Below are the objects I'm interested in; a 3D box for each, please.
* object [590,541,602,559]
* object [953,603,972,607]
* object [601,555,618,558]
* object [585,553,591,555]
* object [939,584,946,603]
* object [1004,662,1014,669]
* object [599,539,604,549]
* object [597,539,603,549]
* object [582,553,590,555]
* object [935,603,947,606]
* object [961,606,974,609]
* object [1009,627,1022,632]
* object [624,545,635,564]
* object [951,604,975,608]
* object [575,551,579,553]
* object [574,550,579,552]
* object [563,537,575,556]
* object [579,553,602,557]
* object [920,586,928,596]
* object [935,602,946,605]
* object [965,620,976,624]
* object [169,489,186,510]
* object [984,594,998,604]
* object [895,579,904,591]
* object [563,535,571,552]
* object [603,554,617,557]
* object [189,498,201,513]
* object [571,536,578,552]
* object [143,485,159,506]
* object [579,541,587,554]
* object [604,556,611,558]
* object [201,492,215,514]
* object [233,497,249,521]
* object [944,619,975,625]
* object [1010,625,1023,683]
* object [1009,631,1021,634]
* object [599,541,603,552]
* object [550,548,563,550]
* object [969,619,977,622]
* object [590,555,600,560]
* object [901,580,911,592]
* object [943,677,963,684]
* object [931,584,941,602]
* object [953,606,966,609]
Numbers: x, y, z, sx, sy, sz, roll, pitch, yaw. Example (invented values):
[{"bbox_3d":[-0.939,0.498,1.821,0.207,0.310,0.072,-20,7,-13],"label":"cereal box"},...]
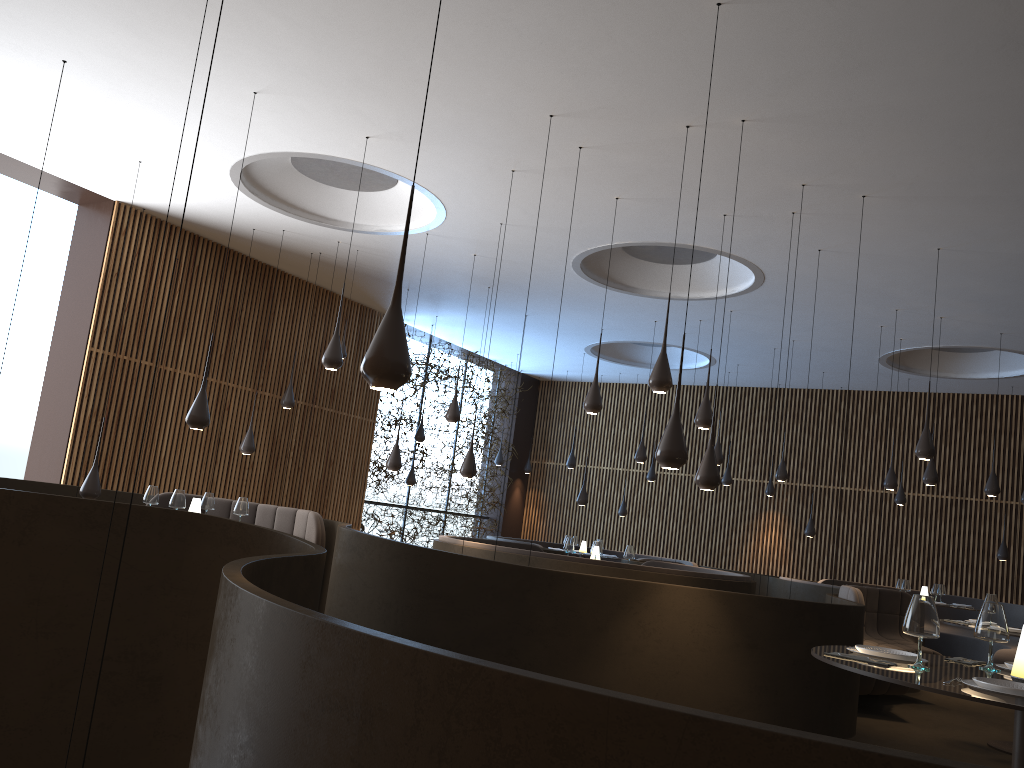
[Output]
[{"bbox_3d":[1.016,2.053,10.731,0.142,0.294,0.142,8,-8,-7],"label":"object"},{"bbox_3d":[6.816,3.355,13.421,0.263,0.029,0.264,1,-11,35],"label":"object"},{"bbox_3d":[1.795,3.172,16.301,0.331,0.014,0.333,5,-9,16],"label":"object"},{"bbox_3d":[1.410,3.013,15.670,0.263,0.029,0.264,1,-11,36],"label":"object"},{"bbox_3d":[6.667,3.261,13.770,0.142,0.294,0.142,10,-8,-21],"label":"object"},{"bbox_3d":[2.371,1.294,4.000,0.263,0.029,0.264,4,-10,22],"label":"object"},{"bbox_3d":[1.631,3.038,16.465,0.142,0.294,0.142,9,-8,-15],"label":"object"},{"bbox_3d":[1.553,2.935,15.878,0.142,0.294,0.142,4,-8,24],"label":"object"},{"bbox_3d":[1.409,3.022,15.669,0.331,0.014,0.333,5,-9,17],"label":"object"},{"bbox_3d":[6.220,3.220,12.993,0.332,0.014,0.332,12,-10,-27],"label":"object"},{"bbox_3d":[6.815,3.365,13.415,0.204,0.012,0.412,6,-9,9],"label":"object"},{"bbox_3d":[4.240,2.104,7.605,0.263,0.029,0.264,1,-11,35],"label":"object"},{"bbox_3d":[1.464,2.163,11.066,0.142,0.294,0.142,7,-8,2],"label":"object"},{"bbox_3d":[6.815,3.364,13.419,0.331,0.014,0.333,5,-9,16],"label":"object"},{"bbox_3d":[1.261,3.170,16.727,0.331,0.014,0.333,2,-10,29],"label":"object"},{"bbox_3d":[1.262,3.161,16.728,0.263,0.029,0.264,4,-10,23],"label":"object"},{"bbox_3d":[0.725,2.102,11.278,0.142,0.294,0.142,8,-8,-2],"label":"object"},{"bbox_3d":[1.405,3.023,15.667,0.411,0.012,0.205,9,-9,-12],"label":"object"},{"bbox_3d":[6.292,3.206,13.529,0.142,0.231,0.145,4,-9,23],"label":"object"},{"bbox_3d":[6.221,3.211,12.994,0.263,0.029,0.264,4,-10,21],"label":"object"},{"bbox_3d":[4.434,2.252,8.320,0.332,0.014,0.332,11,-10,-24],"label":"object"},{"bbox_3d":[-3.031,1.103,8.023,0.142,0.294,0.142,3,-9,28],"label":"object"},{"bbox_3d":[4.383,2.074,8.118,0.142,0.294,0.142,3,-9,31],"label":"object"},{"bbox_3d":[6.094,3.210,13.916,0.142,0.294,0.142,11,-9,-27],"label":"object"},{"bbox_3d":[0.993,2.875,15.957,0.142,0.294,0.142,4,-9,26],"label":"object"},{"bbox_3d":[1.796,3.162,16.302,0.263,0.029,0.264,4,-9,20],"label":"object"},{"bbox_3d":[-2.993,1.194,8.369,0.143,0.231,0.144,13,-10,-37],"label":"object"},{"bbox_3d":[1.166,2.990,16.544,0.142,0.294,0.142,3,-9,31],"label":"object"},{"bbox_3d":[-3.393,1.105,8.328,0.142,0.294,0.142,7,-8,5],"label":"object"},{"bbox_3d":[1.307,2.987,16.215,0.142,0.231,0.145,6,-8,12],"label":"object"},{"bbox_3d":[1.707,3.072,15.694,0.126,0.017,0.262,9,-9,-8],"label":"object"},{"bbox_3d":[-3.023,1.225,8.787,0.142,0.294,0.142,7,-8,-1],"label":"object"},{"bbox_3d":[-2.579,1.226,8.432,0.142,0.294,0.142,2,-9,34],"label":"object"},{"bbox_3d":[4.154,2.206,8.213,0.127,0.017,0.262,11,-10,-24],"label":"object"},{"bbox_3d":[2.097,1.094,3.576,0.142,0.231,0.145,6,-8,10],"label":"object"},{"bbox_3d":[4.238,2.114,7.604,0.331,0.014,0.333,2,-11,32],"label":"object"},{"bbox_3d":[1.107,2.193,11.547,0.142,0.294,0.142,13,-10,-37],"label":"object"},{"bbox_3d":[0.787,2.996,16.075,0.263,0.029,0.263,11,-10,-22],"label":"object"},{"bbox_3d":[4.435,2.243,8.322,0.263,0.029,0.263,11,-9,-21],"label":"object"},{"bbox_3d":[1.051,2.153,11.140,0.145,0.231,0.142,15,-11,-42],"label":"object"},{"bbox_3d":[5.972,3.121,13.449,0.142,0.294,0.142,5,-8,19],"label":"object"},{"bbox_3d":[1.779,1.095,3.154,0.410,0.012,0.205,0,-12,40],"label":"object"},{"bbox_3d":[6.370,3.152,13.322,0.142,0.294,0.142,12,-9,-31],"label":"object"},{"bbox_3d":[6.505,3.249,12.899,0.126,0.017,0.263,5,-9,15],"label":"object"}]
